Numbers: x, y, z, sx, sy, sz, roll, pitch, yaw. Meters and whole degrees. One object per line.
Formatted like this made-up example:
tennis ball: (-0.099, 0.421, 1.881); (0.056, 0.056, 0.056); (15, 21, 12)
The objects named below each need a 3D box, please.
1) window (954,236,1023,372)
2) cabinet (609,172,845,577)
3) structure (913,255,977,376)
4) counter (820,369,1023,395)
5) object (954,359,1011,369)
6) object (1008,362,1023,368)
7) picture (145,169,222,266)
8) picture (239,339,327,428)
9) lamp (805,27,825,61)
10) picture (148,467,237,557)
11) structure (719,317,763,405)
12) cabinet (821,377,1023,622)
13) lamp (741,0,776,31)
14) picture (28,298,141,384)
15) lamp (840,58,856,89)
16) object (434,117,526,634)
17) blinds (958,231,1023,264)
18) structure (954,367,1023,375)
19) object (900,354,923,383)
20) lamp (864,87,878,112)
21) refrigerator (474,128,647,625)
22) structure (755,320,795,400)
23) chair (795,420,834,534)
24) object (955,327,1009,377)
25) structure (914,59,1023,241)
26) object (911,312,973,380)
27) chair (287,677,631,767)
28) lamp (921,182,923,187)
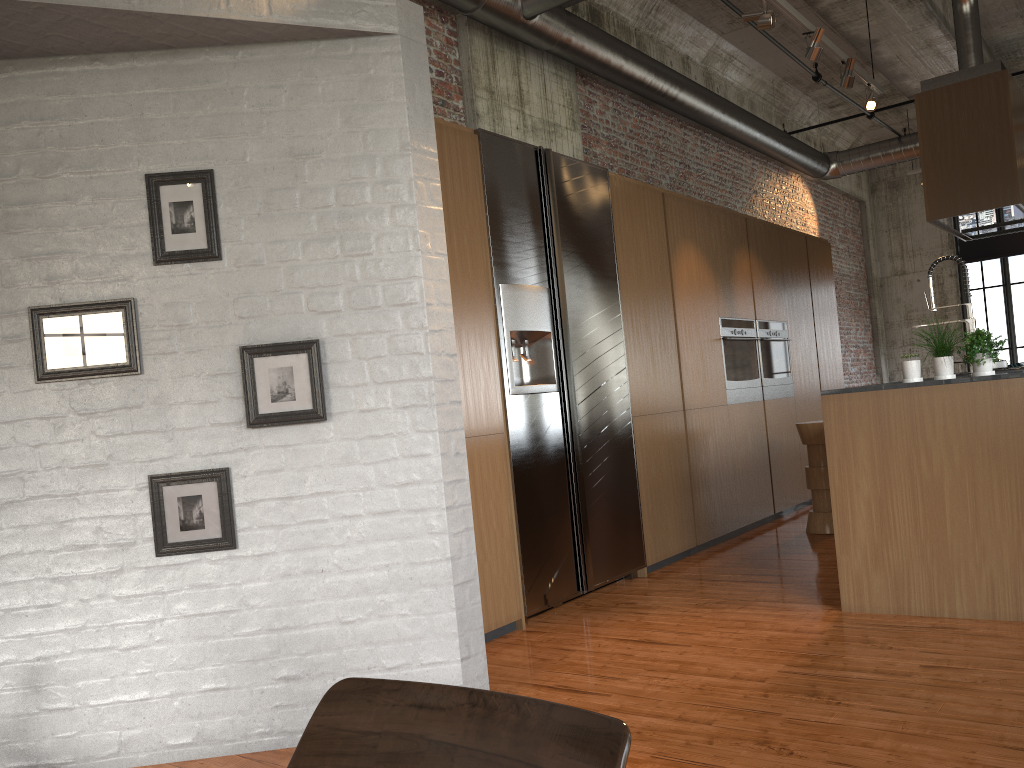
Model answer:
window: (6.170, -2.087, 17.474); (14.342, 8.564, 2.664); (-7, -1, 37)
cabinet: (2.095, -0.119, 8.945); (0.861, 3.044, 5.335); (-6, -1, 37)
structure: (2.646, -0.411, 5.430); (0.361, 0.749, 0.168); (-6, 0, 37)
counter: (3.558, -0.004, 6.403); (1.247, 0.174, 4.357); (-7, -2, 37)
object: (4.063, -0.162, 7.842); (0.728, 0.120, 0.331); (-5, -2, -18)
object: (4.573, -0.169, 8.083); (0.391, 0.068, 0.185); (-5, -2, -7)
picture: (-1.366, -0.694, 3.684); (0.278, 0.381, 0.015); (-6, 0, -5)
picture: (-0.952, -0.002, 3.686); (0.330, 0.341, 0.015); (-6, 0, -3)
lamp: (2.167, -2.416, 6.364); (0.102, 0.251, 0.165); (-5, -1, -28)
picture: (-1.326, 0.531, 3.674); (0.330, 0.341, 0.015); (-6, 0, -3)
structure: (2.180, -0.224, 8.313); (0.079, 0.794, 0.858); (-6, -1, 37)
cabinet: (3.612, 0.554, 6.402); (1.247, 1.243, 4.355); (-6, -2, 37)
lamp: (1.614, -2.380, 5.713); (0.261, 0.211, 0.102); (-6, -1, 32)
picture: (-1.757, -0.179, 3.644); (0.426, 0.316, 0.015); (-5, 0, -3)
lamp: (2.658, -2.442, 7.027); (0.102, 0.251, 0.165); (-6, -1, -8)
object: (-0.677, 0.028, 5.236); (0.861, 3.045, 0.909); (-6, 0, 37)
blinds: (8.363, -2.829, 14.028); (2.447, 1.464, 0.150); (-7, -1, 37)
structure: (4.140, -0.118, 7.574); (0.679, 0.019, 1.095); (-7, -2, 37)
object: (2.196, -0.087, 4.875); (0.107, 0.158, 0.107); (-5, -1, -18)
lamp: (3.112, -2.459, 7.680); (0.102, 0.215, 0.225); (-6, -1, 33)
refrigerator: (-0.045, 0.007, 6.277); (1.213, 3.050, 1.515); (-6, 0, 37)
structure: (2.717, -0.252, 9.032); (0.079, 0.794, 0.858); (-6, -1, 37)
chair: (2.759, 0.811, 7.817); (0.409, 0.963, 0.411); (-5, 0, -23)
object: (2.450, -0.170, 4.624); (0.231, 0.257, 0.236); (-5, -1, -15)
structure: (4.015, -1.917, 7.550); (0.664, 1.125, 1.627); (-6, -1, 37)
object: (2.297, -0.212, 4.763); (0.361, 0.381, 0.306); (-5, -1, -19)
chair: (-0.321, 0.984, 1.266); (0.876, 0.793, 1.042); (-6, -1, 38)
lamp: (6.183, -3.041, 13.214); (0.260, 0.211, 0.102); (-5, 0, -18)
